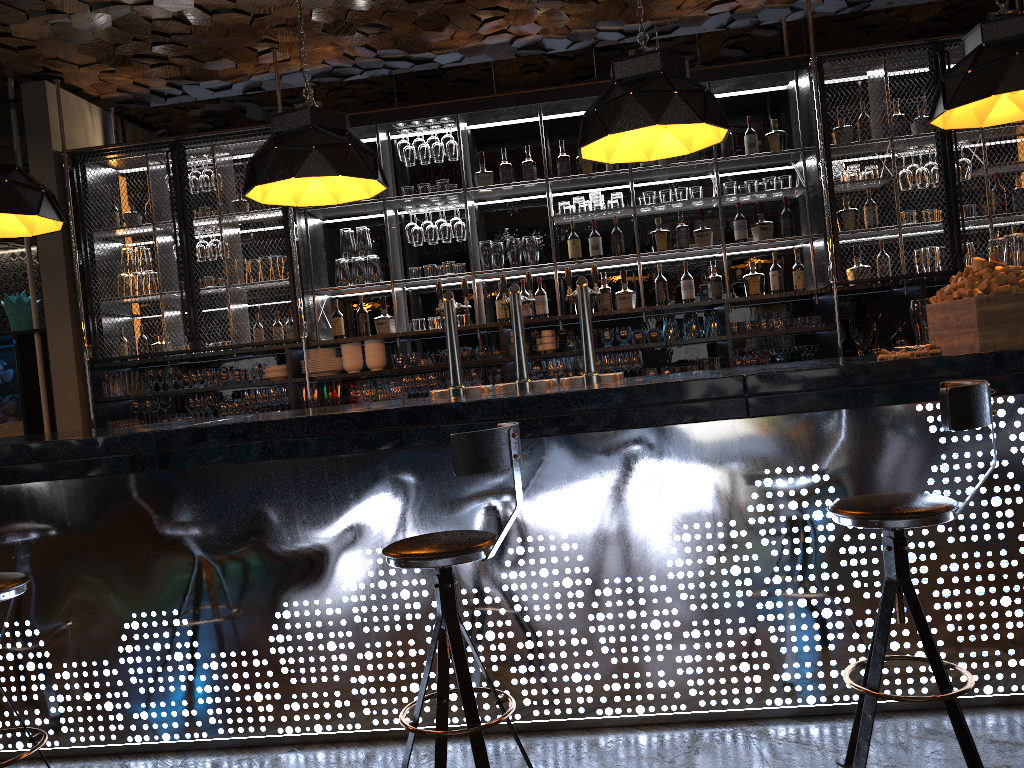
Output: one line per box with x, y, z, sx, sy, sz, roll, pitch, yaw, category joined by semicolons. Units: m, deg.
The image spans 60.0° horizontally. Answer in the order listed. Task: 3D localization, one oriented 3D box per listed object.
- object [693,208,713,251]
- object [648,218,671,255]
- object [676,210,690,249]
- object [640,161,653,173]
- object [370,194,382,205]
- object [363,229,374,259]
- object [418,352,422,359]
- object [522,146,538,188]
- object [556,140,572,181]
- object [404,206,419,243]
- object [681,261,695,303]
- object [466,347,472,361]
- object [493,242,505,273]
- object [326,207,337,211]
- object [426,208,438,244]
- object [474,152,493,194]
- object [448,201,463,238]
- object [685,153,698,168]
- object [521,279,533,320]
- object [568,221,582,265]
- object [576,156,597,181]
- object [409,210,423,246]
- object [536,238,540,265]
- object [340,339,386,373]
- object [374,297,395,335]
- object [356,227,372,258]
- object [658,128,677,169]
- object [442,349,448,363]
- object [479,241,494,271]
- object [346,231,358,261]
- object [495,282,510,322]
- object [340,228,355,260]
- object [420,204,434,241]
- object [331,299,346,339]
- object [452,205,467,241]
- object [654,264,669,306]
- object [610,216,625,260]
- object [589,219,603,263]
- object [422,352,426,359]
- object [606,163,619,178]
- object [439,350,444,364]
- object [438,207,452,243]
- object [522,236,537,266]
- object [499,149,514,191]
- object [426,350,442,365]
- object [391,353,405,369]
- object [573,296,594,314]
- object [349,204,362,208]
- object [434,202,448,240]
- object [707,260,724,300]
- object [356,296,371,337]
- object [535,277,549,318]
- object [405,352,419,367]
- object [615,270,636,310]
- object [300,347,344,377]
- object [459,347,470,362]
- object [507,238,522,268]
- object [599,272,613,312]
1.300;-1.055;6.039;0.123;0.279;0.123;-5;1;20;object
1.013;-1.012;6.082;0.151;0.248;0.094;-6;1;-5;object
1.164;-1.044;6.067;0.083;0.282;0.083;-5;1;6;object
0.916;-1.602;6.084;0.086;0.298;0.086;-6;1;-35;object
-0.971;-1.421;6.277;0.086;0.299;0.086;-6;1;-35;object
-1.051;-1.008;6.383;0.105;0.209;0.105;-6;1;-39;object
-0.678;-0.170;6.245;0.100;0.100;0.089;-6;1;-42;object
0.119;-1.511;6.160;0.083;0.282;0.083;-5;1;21;object
0.355;-1.540;6.135;0.083;0.282;0.083;-6;1;-9;object
-0.698;-1.107;6.162;0.092;0.244;0.092;-6;1;-33;object
1.202;-0.691;6.080;0.086;0.298;0.086;-6;1;-35;object
-0.326;-0.203;6.145;0.093;0.099;0.093;-6;1;-23;object
-0.097;-0.889;6.252;0.105;0.209;0.105;-6;1;-39;object
-1.298;-1.390;6.339;0.086;0.298;0.086;-6;1;-35;object
-0.573;-1.122;6.315;0.092;0.244;0.092;-6;1;-33;object
-0.201;-1.477;6.195;0.123;0.279;0.123;-6;1;-5;object
-0.389;-1.137;6.130;0.092;0.244;0.092;-6;1;-33;object
1.215;-1.623;6.046;0.083;0.282;0.083;-5;1;6;object
0.088;-0.585;6.220;0.086;0.298;0.086;-6;1;-35;object
0.431;-0.981;6.149;0.086;0.299;0.086;-6;1;-35;object
0.516;-1.537;6.118;0.151;0.248;0.094;-5;1;10;object
-0.682;-1.112;6.326;0.092;0.244;0.092;-6;1;-33;object
0.148;-0.913;6.223;0.105;0.209;0.105;-6;1;-39;object
-1.033;-0.193;6.184;0.309;0.216;0.149;-6;1;4;object
-0.900;-0.478;6.278;0.123;0.279;0.123;-5;1;20;object
-1.055;-1.006;6.292;0.105;0.209;0.105;-6;1;-39;object
1.054;-1.605;6.049;0.123;0.279;0.123;-6;1;-5;object
-0.428;-0.193;6.098;0.093;0.099;0.093;-5;1;23;object
-0.172;-0.880;6.144;0.105;0.209;0.105;-6;1;-39;object
-1.166;-0.997;6.407;0.105;0.209;0.105;-6;1;-39;object
-0.070;-0.568;6.211;0.086;0.299;0.086;-6;1;-35;object
-1.172;-0.994;6.295;0.105;0.209;0.105;-6;1;-39;object
-0.589;-1.118;6.151;0.092;0.244;0.092;-6;1;-33;object
-1.244;-0.455;6.333;0.086;0.299;0.086;-6;1;-35;object
-0.372;-1.141;6.294;0.092;0.244;0.092;-6;1;-33;object
1.019;-0.673;6.066;0.086;0.297;0.086;-5;1;40;object
0.725;-1.010;6.115;0.086;0.297;0.086;-6;1;-35;object
0.577;-0.997;6.159;0.086;0.298;0.086;-6;1;-35;object
-0.663;-0.173;6.345;0.089;0.100;0.100;-6;1;0;object
0.684;-1.579;6.115;0.086;0.298;0.086;-6;1;-35;object
-0.518;-0.187;6.270;0.109;0.100;0.109;-6;1;-11;object
-0.475;-1.132;6.305;0.092;0.244;0.092;-6;1;-33;object
0.125;-0.909;6.116;0.105;0.209;0.105;-6;1;-39;object
-0.045;-1.495;6.177;0.083;0.282;0.083;-6;1;-9;object
-0.534;-0.183;6.112;0.109;0.100;0.109;-6;1;-11;object
-0.778;-0.157;6.078;0.100;0.100;0.089;-5;1;11;object
0.493;-0.597;6.146;0.151;0.248;0.094;-6;1;-5;object
-1.125;-1.395;6.276;0.123;0.279;0.123;-6;1;-5;object
-0.491;-1.127;6.141;0.092;0.244;0.092;-6;1;-33;object
1.383;-0.700;6.054;0.083;0.282;0.083;-6;1;-9;object
-1.058;-0.473;6.283;0.086;0.297;0.086;-5;1;40;object
0.203;-0.595;6.184;0.086;0.298;0.086;-6;1;-35;object
-0.691;-0.167;6.125;0.089;0.100;0.100;-5;1;42;object
0.780;-0.640;6.103;0.123;0.279;0.123;-5;1;20;object
-1.335;-0.154;6.250;0.306;0.195;0.300;-5;1;7;object
-0.333;-0.201;6.041;0.093;0.099;0.093;-5;1;25;object
0.020;-0.899;6.152;0.105;0.209;0.105;-6;1;-39;object
0.644;-0.629;6.131;0.083;0.282;0.083;-5;1;6;object
